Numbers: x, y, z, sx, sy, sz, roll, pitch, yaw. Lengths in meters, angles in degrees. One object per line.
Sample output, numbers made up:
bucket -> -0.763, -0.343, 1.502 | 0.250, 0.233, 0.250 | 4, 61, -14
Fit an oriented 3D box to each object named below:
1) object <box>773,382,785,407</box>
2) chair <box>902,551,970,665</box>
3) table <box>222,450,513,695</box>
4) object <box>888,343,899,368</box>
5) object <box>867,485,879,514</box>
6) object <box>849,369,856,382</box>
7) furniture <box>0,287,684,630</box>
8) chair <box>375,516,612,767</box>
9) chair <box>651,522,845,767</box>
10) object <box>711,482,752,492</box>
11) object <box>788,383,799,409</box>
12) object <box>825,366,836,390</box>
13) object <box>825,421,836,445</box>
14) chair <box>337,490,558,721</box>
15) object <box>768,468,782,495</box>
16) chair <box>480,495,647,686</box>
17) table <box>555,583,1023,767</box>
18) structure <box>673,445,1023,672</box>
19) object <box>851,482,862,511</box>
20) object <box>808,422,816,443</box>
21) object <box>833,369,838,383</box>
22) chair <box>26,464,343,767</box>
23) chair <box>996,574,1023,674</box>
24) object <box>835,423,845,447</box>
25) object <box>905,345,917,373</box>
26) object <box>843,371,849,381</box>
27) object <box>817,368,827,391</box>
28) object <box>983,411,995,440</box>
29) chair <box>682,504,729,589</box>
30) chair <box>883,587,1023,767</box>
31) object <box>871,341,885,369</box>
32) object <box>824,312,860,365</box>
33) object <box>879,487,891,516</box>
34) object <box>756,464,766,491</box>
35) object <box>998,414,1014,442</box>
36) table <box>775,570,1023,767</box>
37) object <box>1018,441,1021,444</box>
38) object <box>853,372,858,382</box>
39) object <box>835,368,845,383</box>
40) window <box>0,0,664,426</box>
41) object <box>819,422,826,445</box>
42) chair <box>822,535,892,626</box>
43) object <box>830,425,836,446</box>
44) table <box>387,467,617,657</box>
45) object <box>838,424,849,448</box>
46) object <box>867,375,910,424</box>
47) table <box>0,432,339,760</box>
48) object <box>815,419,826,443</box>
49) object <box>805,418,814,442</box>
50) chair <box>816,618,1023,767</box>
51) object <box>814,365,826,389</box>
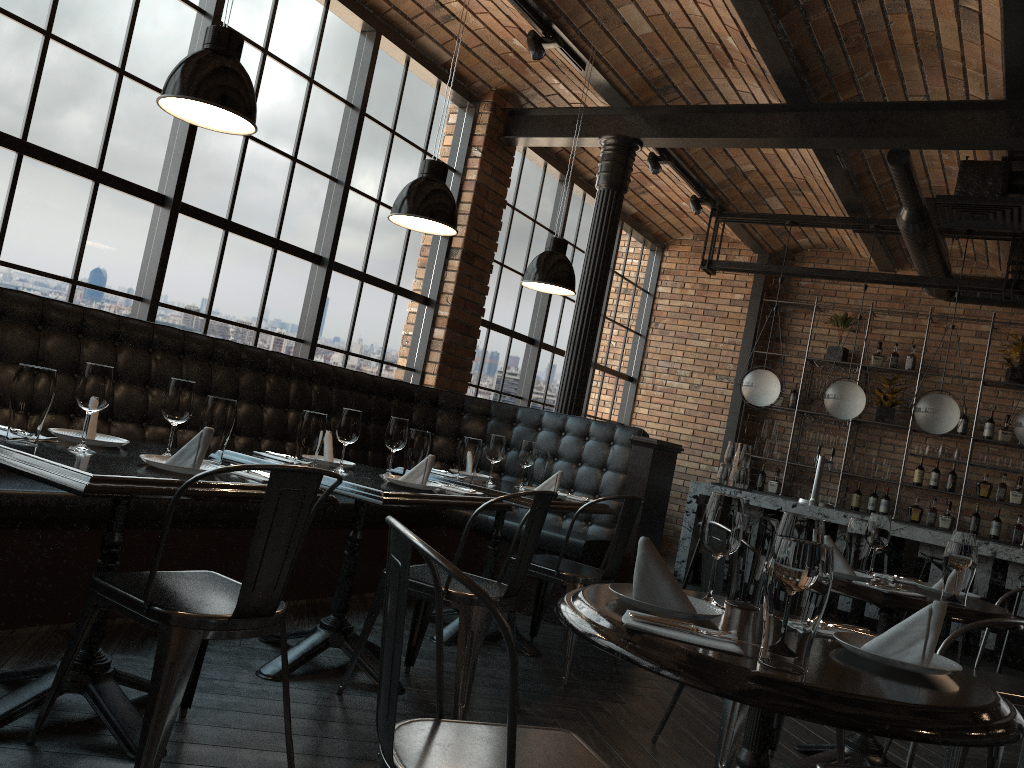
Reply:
object -> 2.936, 0.120, 9.743 | 0.123, 0.279, 0.123 | 10, -3, 20
chair -> 3.232, 1.666, 6.675 | 0.475, 0.737, 0.414 | 9, -4, 41
table -> -0.647, 0.733, 3.507 | 0.872, 0.758, 0.872 | 10, -3, 31
object -> 3.978, -0.286, 9.227 | 0.083, 0.282, 0.083 | 10, -3, 16
object -> 3.737, 1.193, 9.161 | 0.086, 0.298, 0.086 | 12, -3, -10
object -> 3.556, -0.030, 9.321 | 0.092, 0.244, 0.092 | 9, -3, 36
furniture -> -1.172, 0.414, 3.862 | 1.979, 1.212, 5.451 | 10, -3, 31
chair -> -0.029, 0.712, 1.599 | 0.558, 0.857, 0.504 | 12, -3, -19
chair -> 0.888, 0.970, 3.168 | 0.558, 0.857, 0.504 | 12, -3, -14
object -> 2.023, 0.947, 8.162 | 0.273, 0.019, 0.437 | 10, -3, 31
object -> 3.078, 0.133, 9.679 | 0.086, 0.299, 0.086 | 12, -3, -10
object -> 3.384, -0.059, 9.424 | 0.092, 0.244, 0.092 | 9, -3, 36
object -> 3.357, 0.517, 9.347 | 0.092, 0.244, 0.092 | 9, -3, 36
chair -> -0.199, 0.759, 3.278 | 0.558, 0.857, 0.504 | 10, -3, 26
object -> 2.869, 1.054, 9.630 | 0.123, 0.279, 0.123 | 9, -4, 44
chair -> 0.267, 0.897, 4.204 | 0.558, 0.857, 0.504 | 9, -3, 36
table -> 0.444, 0.863, 1.722 | 0.866, 0.758, 0.866 | 12, -3, -6
structure -> 4.303, 1.560, 7.368 | 5.346, 1.430, 1.930 | 10, -3, 31
object -> 3.590, 1.168, 9.220 | 0.086, 0.299, 0.086 | 12, -3, -10
object -> 3.261, 0.510, 9.595 | 0.092, 0.244, 0.092 | 9, -3, 36
object -> 3.466, -0.036, 9.566 | 0.092, 0.244, 0.092 | 9, -3, 36
chair -> -0.830, 0.590, 2.366 | 0.558, 0.857, 0.504 | 9, -3, 36
chair -> 3.775, 1.759, 6.348 | 0.475, 0.737, 0.414 | 10, -3, 26
object -> 3.445, 0.532, 9.294 | 0.092, 0.244, 0.092 | 9, -3, 36
object -> 4.119, -0.262, 9.142 | 0.083, 0.282, 0.083 | 14, -4, -44
object -> 3.549, -0.022, 9.515 | 0.092, 0.244, 0.092 | 9, -3, 36
object -> 3.372, -0.052, 9.622 | 0.092, 0.244, 0.092 | 9, -3, 36
object -> 4.696, 0.408, 8.711 | 0.086, 0.298, 0.086 | 12, -3, -10
chair -> 1.777, 1.420, 7.550 | 0.475, 0.737, 0.414 | 10, -3, 21
chair -> 1.858, 1.175, 3.421 | 0.558, 0.857, 0.504 | 11, -3, -4
object -> 3.845, -0.306, 9.308 | 0.123, 0.279, 0.123 | 10, -3, 19
object -> 3.535, -0.496, 9.545 | 0.377, 0.554, 0.422 | 10, -3, 18
object -> 3.825, 1.207, 9.081 | 0.086, 0.298, 0.086 | 12, -3, -10
object -> 2.732, 1.020, 9.700 | 0.086, 0.297, 0.086 | 13, -3, -25
object -> 4.803, 0.436, 8.620 | 0.123, 0.279, 0.123 | 10, -3, 19
table -> 1.349, 1.119, 3.298 | 0.866, 0.758, 0.866 | 12, -3, -6
object -> 4.946, 0.459, 8.550 | 0.083, 0.282, 0.083 | 10, -3, 31
object -> 3.637, -0.007, 9.463 | 0.092, 0.244, 0.092 | 9, -3, 36
object -> 3.468, -0.045, 9.374 | 0.092, 0.244, 0.092 | 9, -3, 36
window -> -2.570, -1.178, 3.485 | 0.168, 3.253, 16.179 | 10, -3, 31
object -> 3.354, 0.525, 9.539 | 0.092, 0.244, 0.092 | 9, -3, 36
chair -> 2.739, 1.583, 6.972 | 0.475, 0.737, 0.414 | 10, -3, 26
object -> 3.438, 0.540, 9.488 | 0.092, 0.244, 0.092 | 9, -3, 36
table -> -0.103, 0.887, 4.455 | 0.872, 0.758, 0.872 | 10, -3, 31
object -> 3.526, 0.555, 9.435 | 0.092, 0.244, 0.092 | 9, -3, 36
object -> 3.895, 0.157, 9.170 | 0.430, 0.526, 0.425 | 9, -4, 43
table -> -1.184, 0.580, 2.571 | 0.872, 0.758, 0.872 | 10, -3, 31
object -> 3.273, 0.502, 9.397 | 0.092, 0.244, 0.092 | 9, -3, 36
object -> 3.179, 0.487, 9.453 | 0.092, 0.244, 0.092 | 9, -3, 36
chair -> 0.935, 0.916, 1.852 | 0.558, 0.857, 0.504 | 12, -3, -19
object -> 3.291, -0.075, 9.480 | 0.092, 0.244, 0.092 | 9, -3, 36
